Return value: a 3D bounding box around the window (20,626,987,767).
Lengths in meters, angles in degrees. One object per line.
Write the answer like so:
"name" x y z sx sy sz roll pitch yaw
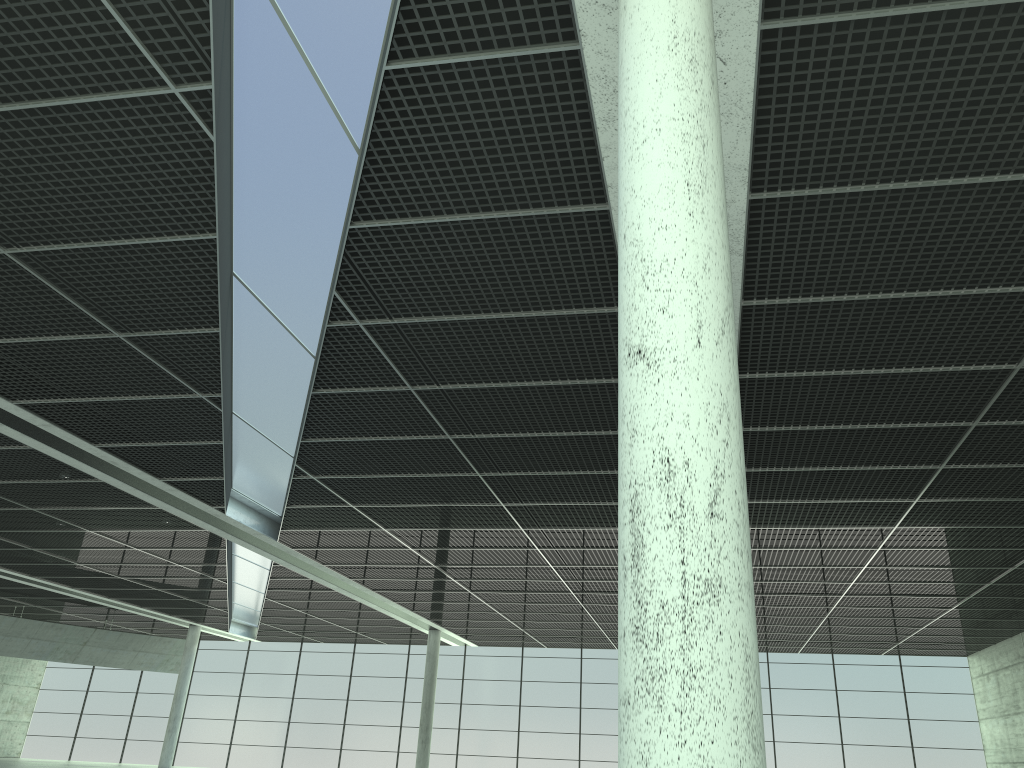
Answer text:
"window" -15.194 15.726 47.980 99.934 16.084 100.396 -2 -26 11
